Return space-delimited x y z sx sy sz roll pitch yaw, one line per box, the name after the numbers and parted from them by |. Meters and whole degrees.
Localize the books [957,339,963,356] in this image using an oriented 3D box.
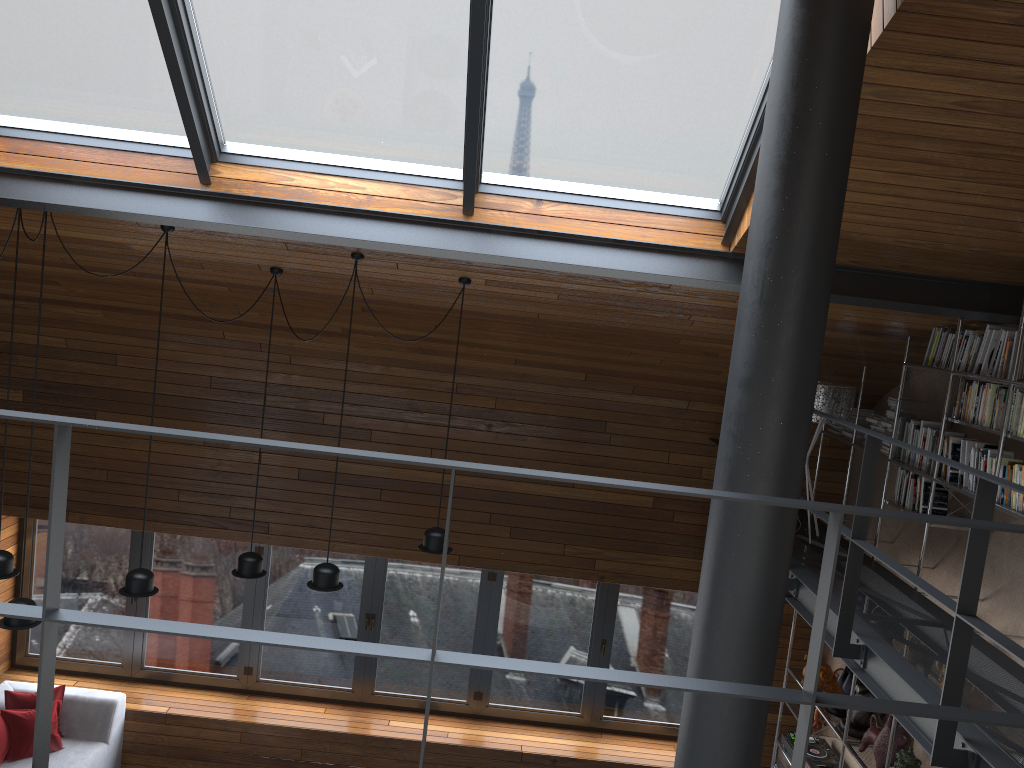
2.440 -0.151 4.769 0.111 0.171 0.056 7 5 -1 | books

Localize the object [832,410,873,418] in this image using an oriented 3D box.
2.416 0.206 6.290 0.233 0.021 0.174 7 6 -1 | object

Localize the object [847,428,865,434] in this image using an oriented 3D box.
2.419 0.327 6.019 0.228 0.016 0.182 7 6 -1 | object

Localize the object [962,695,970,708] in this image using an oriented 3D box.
2.227 1.627 4.401 0.208 0.280 0.131 5 6 -19 | object

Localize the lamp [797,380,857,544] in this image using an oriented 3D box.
1.876 0.482 5.672 0.475 1.002 0.475 9 6 23 | lamp

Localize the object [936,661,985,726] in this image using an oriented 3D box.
2.373 1.524 4.654 0.215 0.458 0.328 7 6 4 | object

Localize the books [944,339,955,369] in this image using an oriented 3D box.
2.449 -0.157 4.857 0.119 0.169 0.058 7 6 -1 | books

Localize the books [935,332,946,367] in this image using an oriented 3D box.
2.476 -0.184 4.981 0.146 0.208 0.071 7 6 -1 | books

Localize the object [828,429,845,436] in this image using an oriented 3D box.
2.394 0.354 6.303 0.234 0.025 0.176 7 6 -1 | object

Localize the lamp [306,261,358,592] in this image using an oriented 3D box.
-0.969 0.218 5.026 0.210 1.911 0.210 11 7 36 | lamp

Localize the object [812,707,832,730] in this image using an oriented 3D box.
2.192 2.294 6.235 0.267 0.223 0.060 1 8 -45 | object

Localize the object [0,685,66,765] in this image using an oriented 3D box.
-3.491 2.473 6.352 0.528 0.354 0.742 7 6 -1 | object

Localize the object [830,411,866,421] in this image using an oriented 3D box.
2.403 0.230 6.276 0.252 0.028 0.180 7 6 -1 | object

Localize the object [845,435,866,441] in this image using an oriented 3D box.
2.411 0.375 6.049 0.226 0.012 0.159 7 6 -1 | object

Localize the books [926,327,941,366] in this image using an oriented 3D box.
2.488 -0.203 5.082 0.169 0.229 0.077 7 5 -1 | books

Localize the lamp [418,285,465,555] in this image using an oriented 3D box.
-0.365 0.205 5.186 0.210 1.565 0.210 11 7 36 | lamp

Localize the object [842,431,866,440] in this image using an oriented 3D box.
2.411 0.356 6.037 0.262 0.025 0.176 7 6 -1 | object

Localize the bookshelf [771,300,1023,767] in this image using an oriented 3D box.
2.443 1.127 1.128 0.421 6.218 10.740 7 6 -1 | bookshelf

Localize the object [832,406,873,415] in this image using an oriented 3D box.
2.411 0.187 6.289 0.246 0.016 0.182 7 6 -1 | object

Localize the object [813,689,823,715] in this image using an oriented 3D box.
2.187 2.269 6.435 0.116 0.229 0.233 11 7 39 | object

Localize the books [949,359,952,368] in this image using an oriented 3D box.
2.451 -0.157 4.805 0.117 0.180 0.059 7 5 -1 | books

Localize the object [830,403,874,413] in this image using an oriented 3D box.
2.413 0.170 6.298 0.246 0.016 0.182 7 6 -1 | object

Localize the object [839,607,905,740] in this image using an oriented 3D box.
2.288 1.803 5.608 0.305 0.840 0.237 7 5 1 | object

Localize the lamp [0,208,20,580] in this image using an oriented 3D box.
-2.697 0.031 4.750 0.210 2.036 0.210 11 7 36 | lamp

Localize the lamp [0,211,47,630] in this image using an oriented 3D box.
-2.483 0.143 4.601 0.210 2.273 0.210 11 7 36 | lamp

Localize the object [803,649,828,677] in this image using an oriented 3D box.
2.205 2.030 6.432 0.233 0.209 0.107 5 6 -14 | object

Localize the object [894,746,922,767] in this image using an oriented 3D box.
2.173 2.122 4.752 0.255 0.356 0.167 8 6 18 | object

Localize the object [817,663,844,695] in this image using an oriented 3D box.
2.209 2.055 6.183 0.278 0.222 0.138 8 6 10 | object

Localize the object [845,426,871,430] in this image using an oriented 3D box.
2.397 0.307 6.041 0.203 0.013 0.161 7 6 -1 | object

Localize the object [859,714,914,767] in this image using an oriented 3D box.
2.191 2.041 5.152 0.219 0.440 0.463 7 6 -1 | object

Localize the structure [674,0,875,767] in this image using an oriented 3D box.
0.736 1.030 2.760 1.197 5.699 1.689 7 5 -1 | structure

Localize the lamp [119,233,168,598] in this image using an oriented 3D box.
-1.998 0.170 4.931 0.210 2.034 0.210 11 7 36 | lamp

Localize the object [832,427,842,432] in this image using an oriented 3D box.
2.411 0.337 6.302 0.216 0.013 0.161 7 6 -1 | object

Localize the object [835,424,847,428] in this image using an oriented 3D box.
2.415 0.300 6.305 0.216 0.012 0.161 7 6 -1 | object

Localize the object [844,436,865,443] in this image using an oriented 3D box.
2.395 0.386 6.046 0.201 0.012 0.161 7 6 -1 | object

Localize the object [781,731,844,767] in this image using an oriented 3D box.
2.152 2.652 6.383 0.320 0.114 0.405 7 6 -1 | object

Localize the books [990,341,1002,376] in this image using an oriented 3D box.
2.467 -0.122 4.411 0.131 0.178 0.057 7 5 -1 | books

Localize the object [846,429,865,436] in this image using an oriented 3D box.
2.400 0.337 6.035 0.201 0.013 0.161 7 6 -1 | object

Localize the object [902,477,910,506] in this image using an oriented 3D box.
2.346 0.635 5.173 0.112 0.178 0.009 7 5 -1 | object

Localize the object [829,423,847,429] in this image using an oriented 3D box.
2.398 0.311 6.300 0.243 0.012 0.159 7 6 -1 | object

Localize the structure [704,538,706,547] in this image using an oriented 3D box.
1.690 1.471 6.438 0.488 0.735 0.462 2 7 -41 | structure

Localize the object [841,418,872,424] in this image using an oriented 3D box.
2.404 0.253 6.278 0.246 0.016 0.182 7 6 -1 | object

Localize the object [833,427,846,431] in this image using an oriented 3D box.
2.411 0.323 6.309 0.218 0.013 0.161 7 6 -1 | object

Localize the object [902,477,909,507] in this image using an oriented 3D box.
2.344 0.636 5.163 0.111 0.174 0.011 7 5 -1 | object

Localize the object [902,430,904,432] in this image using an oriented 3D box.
2.435 0.286 5.410 0.217 0.013 0.161 7 6 -1 | object

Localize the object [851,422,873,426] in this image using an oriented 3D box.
2.402 0.268 6.279 0.246 0.016 0.182 7 6 -1 | object

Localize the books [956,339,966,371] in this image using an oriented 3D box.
2.445 -0.147 4.724 0.112 0.173 0.054 7 5 -1 | books

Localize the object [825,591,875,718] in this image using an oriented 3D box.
2.268 1.752 5.872 0.244 0.879 0.244 9 6 27 | object

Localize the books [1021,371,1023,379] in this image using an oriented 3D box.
2.469 -0.092 4.160 0.131 0.181 0.014 7 5 -1 | books

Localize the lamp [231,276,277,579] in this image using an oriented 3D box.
-1.498 0.171 5.347 0.210 2.002 0.210 11 7 36 | lamp

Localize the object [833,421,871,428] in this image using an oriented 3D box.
2.412 0.285 6.295 0.224 0.017 0.167 7 6 -1 | object

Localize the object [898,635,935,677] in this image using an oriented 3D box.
2.332 1.482 5.101 0.207 0.442 0.328 6 6 -8 | object

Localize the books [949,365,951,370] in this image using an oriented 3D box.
2.445 -0.154 4.796 0.112 0.173 0.054 7 5 -1 | books
